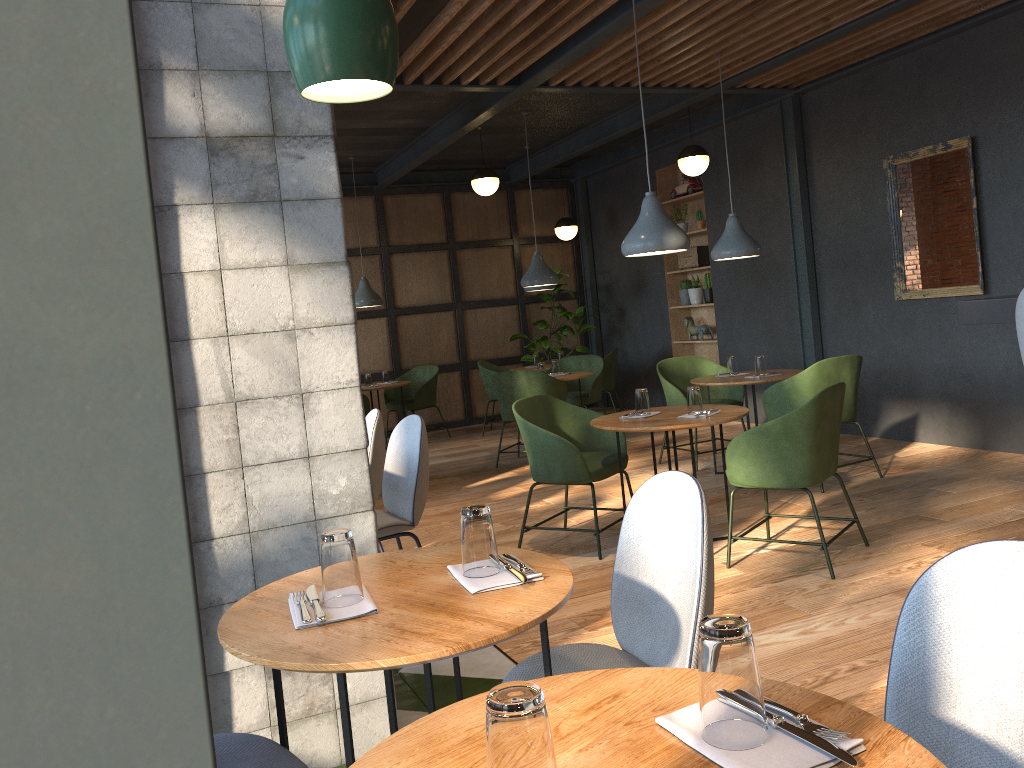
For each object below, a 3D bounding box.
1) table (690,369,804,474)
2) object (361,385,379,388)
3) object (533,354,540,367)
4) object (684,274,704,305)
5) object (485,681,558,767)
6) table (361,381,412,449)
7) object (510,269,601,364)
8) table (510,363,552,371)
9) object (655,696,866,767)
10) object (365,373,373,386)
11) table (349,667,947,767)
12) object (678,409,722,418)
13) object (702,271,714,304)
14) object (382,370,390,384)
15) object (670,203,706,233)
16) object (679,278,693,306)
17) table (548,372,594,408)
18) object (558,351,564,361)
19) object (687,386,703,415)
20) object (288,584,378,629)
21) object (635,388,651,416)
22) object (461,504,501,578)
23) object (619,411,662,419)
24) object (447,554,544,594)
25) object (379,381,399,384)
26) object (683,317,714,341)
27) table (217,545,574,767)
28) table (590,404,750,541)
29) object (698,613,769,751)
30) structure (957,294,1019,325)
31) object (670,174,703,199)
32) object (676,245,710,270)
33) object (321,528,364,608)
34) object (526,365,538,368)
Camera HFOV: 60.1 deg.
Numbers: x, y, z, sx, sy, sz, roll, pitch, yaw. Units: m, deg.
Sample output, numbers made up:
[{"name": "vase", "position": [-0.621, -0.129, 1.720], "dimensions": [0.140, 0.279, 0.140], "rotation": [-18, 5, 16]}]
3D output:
[{"name": "table", "position": [1.703, 0.284, 6.268], "dimensions": [0.806, 0.686, 0.810], "rotation": [-4, 4, 26]}, {"name": "object", "position": [-1.513, 0.024, 9.221], "dimensions": [0.242, 0.019, 0.158], "rotation": [-3, 5, 33]}, {"name": "object", "position": [0.265, -0.266, 9.796], "dimensions": [0.080, 0.138, 0.080], "rotation": [-3, 3, 45]}, {"name": "object", "position": [1.948, -1.008, 9.421], "dimensions": [0.213, 0.329, 0.232], "rotation": [-7, 3, -17]}, {"name": "object", "position": [0.009, 0.387, 0.919], "dimensions": [0.080, 0.138, 0.080], "rotation": [-6, 2, -13]}, {"name": "table", "position": [-1.429, 0.358, 9.383], "dimensions": [0.806, 0.686, 0.810], "rotation": [-5, 3, 17]}, {"name": "object", "position": [0.564, -0.488, 10.534], "dimensions": [1.058, 1.792, 0.722], "rotation": [-6, 2, -12]}, {"name": "table", "position": [0.411, 0.144, 9.753], "dimensions": [0.809, 0.686, 0.807], "rotation": [-7, 4, -23]}, {"name": "object", "position": [0.296, 0.414, 1.052], "dimensions": [0.158, 0.019, 0.242], "rotation": [-8, 5, -26]}, {"name": "object", "position": [-1.497, -0.045, 9.232], "dimensions": [0.080, 0.138, 0.080], "rotation": [-8, 3, -44]}, {"name": "table", "position": [0.159, 0.820, 0.968], "dimensions": [0.698, 0.746, 0.702], "rotation": [-5, 3, 19]}, {"name": "object", "position": [0.939, 0.147, 4.449], "dimensions": [0.157, 0.019, 0.243], "rotation": [-3, 5, 36]}, {"name": "object", "position": [2.042, -1.011, 9.201], "dimensions": [0.143, 0.349, 0.144], "rotation": [-6, 2, -6]}, {"name": "object", "position": [-1.355, -0.078, 9.482], "dimensions": [0.080, 0.138, 0.080], "rotation": [-8, 3, -44]}, {"name": "object", "position": [1.841, -1.771, 9.450], "dimensions": [0.175, 0.329, 0.536], "rotation": [-8, 4, -43]}, {"name": "object", "position": [1.900, -1.003, 9.633], "dimensions": [0.189, 0.295, 0.173], "rotation": [-4, 3, 41]}, {"name": "table", "position": [0.382, 0.275, 8.104], "dimensions": [0.806, 0.686, 0.810], "rotation": [-5, 3, 19]}, {"name": "object", "position": [0.536, -0.286, 9.703], "dimensions": [0.080, 0.138, 0.080], "rotation": [-6, 2, -15]}, {"name": "object", "position": [0.921, 0.081, 4.471], "dimensions": [0.080, 0.138, 0.080], "rotation": [-8, 3, -41]}, {"name": "object", "position": [-0.357, 0.426, 1.747], "dimensions": [0.158, 0.019, 0.243], "rotation": [-7, 5, -17]}, {"name": "object", "position": [0.681, 0.093, 4.630], "dimensions": [0.080, 0.138, 0.080], "rotation": [-8, 3, -41]}, {"name": "object", "position": [-0.070, 0.324, 1.842], "dimensions": [0.080, 0.138, 0.080], "rotation": [-4, 3, 35]}, {"name": "object", "position": [0.681, 0.157, 4.662], "dimensions": [0.157, 0.019, 0.243], "rotation": [-3, 5, 36]}, {"name": "object", "position": [-0.035, 0.387, 1.831], "dimensions": [0.158, 0.019, 0.243], "rotation": [-7, 5, -17]}, {"name": "object", "position": [-1.318, -0.016, 9.492], "dimensions": [0.242, 0.019, 0.158], "rotation": [-3, 5, 33]}, {"name": "object", "position": [1.989, -0.597, 9.465], "dimensions": [0.151, 0.257, 0.521], "rotation": [-7, 4, -23]}, {"name": "table", "position": [-0.188, 0.791, 1.789], "dimensions": [0.700, 0.746, 0.700], "rotation": [-6, 3, -12]}, {"name": "table", "position": [0.840, 0.503, 4.570], "dimensions": [0.807, 0.686, 0.809], "rotation": [-5, 3, 8]}, {"name": "object", "position": [0.260, 0.351, 1.059], "dimensions": [0.080, 0.138, 0.080], "rotation": [-5, 2, 17]}, {"name": "structure", "position": [3.805, 0.107, 1.234], "dimensions": [2.922, 1.394, 4.921], "rotation": [-7, 5, -23]}, {"name": "object", "position": [1.867, -2.127, 9.382], "dimensions": [0.204, 0.284, 0.517], "rotation": [-7, 4, -23]}, {"name": "object", "position": [1.944, -1.351, 9.454], "dimensions": [0.199, 0.241, 0.340], "rotation": [-7, 4, -28]}, {"name": "object", "position": [-0.338, 0.358, 1.741], "dimensions": [0.080, 0.138, 0.080], "rotation": [-8, 3, -45]}, {"name": "object", "position": [0.255, -0.200, 9.818], "dimensions": [0.157, 0.019, 0.243], "rotation": [-4, 5, 22]}]
